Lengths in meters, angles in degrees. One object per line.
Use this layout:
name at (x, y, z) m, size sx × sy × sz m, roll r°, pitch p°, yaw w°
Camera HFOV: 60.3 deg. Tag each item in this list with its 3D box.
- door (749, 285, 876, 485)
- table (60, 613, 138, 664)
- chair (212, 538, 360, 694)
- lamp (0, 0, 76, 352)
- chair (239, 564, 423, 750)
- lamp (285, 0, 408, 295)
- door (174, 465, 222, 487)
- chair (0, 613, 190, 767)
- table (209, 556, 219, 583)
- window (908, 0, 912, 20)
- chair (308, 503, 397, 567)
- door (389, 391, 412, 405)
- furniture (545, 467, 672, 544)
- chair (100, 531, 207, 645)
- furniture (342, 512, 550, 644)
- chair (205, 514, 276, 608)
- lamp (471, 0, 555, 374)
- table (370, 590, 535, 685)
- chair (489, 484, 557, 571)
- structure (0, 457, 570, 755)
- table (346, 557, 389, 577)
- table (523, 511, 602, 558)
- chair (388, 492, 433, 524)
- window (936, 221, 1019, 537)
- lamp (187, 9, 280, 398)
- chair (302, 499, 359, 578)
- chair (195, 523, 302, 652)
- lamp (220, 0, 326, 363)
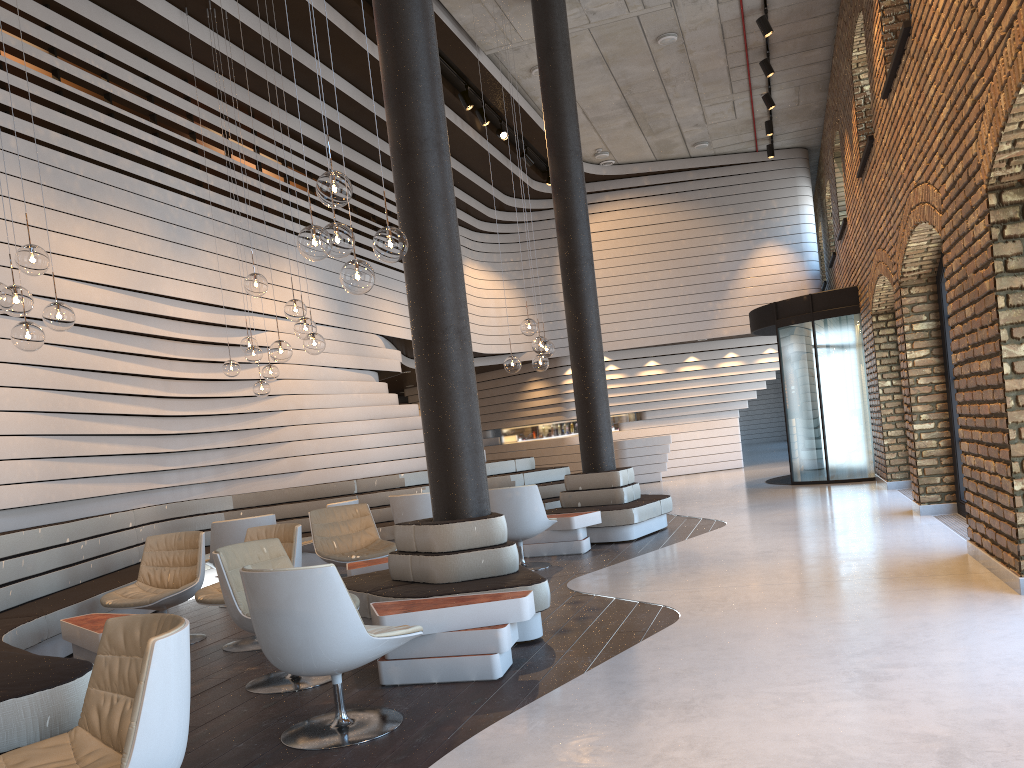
door at (5.564, 0.064, 14.033) m, size 3.231 × 2.861 × 3.222 m, roll -7°, pitch -1°, yaw 24°
table at (-2.376, 1.600, 5.319) m, size 0.408 × 0.371 × 0.916 m, roll -6°, pitch -3°, yaw -40°
chair at (-1.221, 1.238, 4.822) m, size 0.716 × 0.769 × 0.651 m, roll -7°, pitch 0°, yaw 21°
lamp at (-2.852, -2.511, 4.731) m, size 0.295 × 4.690 × 0.539 m, roll -6°, pitch 2°, yaw 12°
chair at (-0.780, 1.126, 3.858) m, size 0.663 × 0.769 × 0.702 m, roll -7°, pitch 0°, yaw 35°
lamp at (-1.002, -2.762, 4.101) m, size 0.545 × 4.690 × 0.292 m, roll -6°, pitch 2°, yaw 3°
door at (-4.242, 1.378, 12.148) m, size 0.977 × 2.112 × 0.161 m, roll -6°, pitch 2°, yaw 18°
chair at (-1.217, 1.086, 2.433) m, size 0.702 × 0.769 × 0.663 m, roll -6°, pitch 0°, yaw -35°
table at (-2.685, 1.871, 9.043) m, size 0.896 × 0.371 × 0.418 m, roll -5°, pitch -2°, yaw -35°
window at (3.328, -3.372, 7.058) m, size 0.126 × 1.455 × 1.559 m, roll -6°, pitch -1°, yaw 17°
chair at (-1.349, 1.422, 7.494) m, size 0.649 × 0.768 × 0.717 m, roll -6°, pitch 0°, yaw -32°
door at (-2.631, 1.520, 22.033) m, size 1.786 × 2.710 × 0.078 m, roll -6°, pitch 2°, yaw 23°
furniture at (1.114, 1.300, 9.617) m, size 1.751 × 0.724 × 1.289 m, roll -4°, pitch -3°, yaw -37°
chair at (-2.518, 1.479, 6.304) m, size 0.662 × 0.768 × 0.703 m, roll -7°, pitch 0°, yaw 25°
furniture at (-0.559, 1.243, 5.712) m, size 1.268 × 0.724 × 1.781 m, roll -6°, pitch -3°, yaw -12°
chair at (-2.403, 1.567, 7.896) m, size 0.650 × 0.768 × 0.717 m, roll -6°, pitch 0°, yaw -28°
lamp at (0.210, -2.096, 13.980) m, size 9.093 × 4.624 × 41.638 m, roll -7°, pitch -4°, yaw 17°
table at (-0.341, 1.320, 4.561) m, size 0.909 × 0.372 × 0.411 m, roll -7°, pitch -1°, yaw 11°
chair at (0.058, 1.296, 8.039) m, size 0.661 × 0.768 × 0.705 m, roll -7°, pitch 0°, yaw 18°
structure at (-2.995, 1.388, 5.280) m, size 5.804 × 0.929 × 18.113 m, roll -7°, pitch -4°, yaw 13°
table at (-0.910, 1.526, 6.792) m, size 0.896 × 0.371 × 0.418 m, roll -5°, pitch -2°, yaw -35°
table at (0.414, 1.501, 8.757) m, size 0.912 × 0.372 × 0.410 m, roll -7°, pitch -1°, yaw 20°
chair at (-0.841, 1.447, 8.802) m, size 0.663 × 0.768 × 0.702 m, roll -7°, pitch 0°, yaw 34°
window at (3.796, -0.068, 7.170) m, size 0.131 × 2.542 × 2.337 m, roll -6°, pitch 0°, yaw 17°
lamp at (-2.744, -2.215, 8.418) m, size 0.527 × 4.729 × 0.334 m, roll -7°, pitch 3°, yaw -20°
chair at (-1.837, 1.557, 8.741) m, size 0.715 × 0.769 × 0.651 m, roll -7°, pitch 0°, yaw 17°
chair at (-1.738, 1.369, 5.959) m, size 0.664 × 0.769 × 0.702 m, roll -7°, pitch 0°, yaw 38°
lamp at (-1.893, -2.524, 6.393) m, size 0.312 × 4.757 × 0.654 m, roll -5°, pitch 3°, yaw 26°
